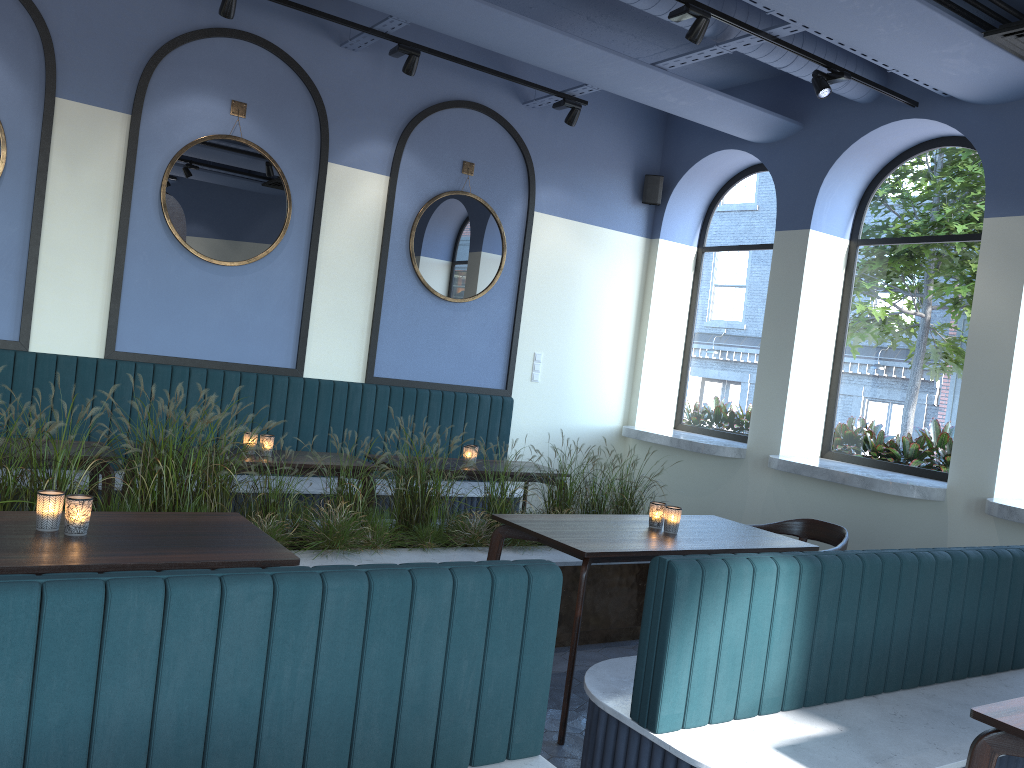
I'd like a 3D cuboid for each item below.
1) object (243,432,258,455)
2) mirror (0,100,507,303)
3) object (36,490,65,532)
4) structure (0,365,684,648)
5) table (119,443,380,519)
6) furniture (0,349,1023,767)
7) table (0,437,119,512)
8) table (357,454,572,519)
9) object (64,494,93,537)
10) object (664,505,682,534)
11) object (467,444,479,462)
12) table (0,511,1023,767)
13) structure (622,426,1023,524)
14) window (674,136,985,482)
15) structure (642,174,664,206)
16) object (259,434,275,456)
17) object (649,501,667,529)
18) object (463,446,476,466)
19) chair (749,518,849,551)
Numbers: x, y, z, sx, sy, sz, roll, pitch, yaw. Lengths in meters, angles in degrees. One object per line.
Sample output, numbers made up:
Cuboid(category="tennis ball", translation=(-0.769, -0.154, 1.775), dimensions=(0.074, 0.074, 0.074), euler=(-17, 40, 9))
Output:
Cuboid(category="object", translation=(-1.470, 0.332, 4.975), dimensions=(0.078, 0.120, 0.078), euler=(8, 2, 39))
Cuboid(category="mirror", translation=(-1.841, -1.327, 5.899), dimensions=(4.357, 1.089, 0.026), euler=(6, 2, -34))
Cuboid(category="object", translation=(-1.457, 0.400, 2.792), dimensions=(0.078, 0.120, 0.078), euler=(8, 2, 39))
Cuboid(category="structure", translation=(-0.970, 0.628, 4.296), dimensions=(4.878, 1.207, 1.143), euler=(6, 2, -32))
Cuboid(category="table", translation=(-1.469, 0.773, 4.970), dimensions=(1.332, 0.755, 0.548), euler=(6, 2, -34))
Cuboid(category="furniture", translation=(-0.787, 0.688, 4.013), dimensions=(4.800, 1.150, 4.703), euler=(6, 2, -34))
Cuboid(category="table", translation=(-2.610, 0.654, 4.204), dimensions=(1.285, 0.755, 0.548), euler=(6, 2, -34))
Cuboid(category="table", translation=(-0.311, 0.894, 5.746), dimensions=(1.332, 0.755, 0.548), euler=(6, 2, -34))
Cuboid(category="object", translation=(-1.361, 0.412, 2.778), dimensions=(0.078, 0.120, 0.078), euler=(8, 2, 39))
Cuboid(category="object", translation=(0.746, 0.633, 4.133), dimensions=(0.078, 0.120, 0.078), euler=(7, 2, -17))
Cuboid(category="object", translation=(-0.262, 0.459, 5.764), dimensions=(0.078, 0.120, 0.078), euler=(8, 2, 39))
Cuboid(category="table", translation=(-1.430, 0.910, 0.592), dimensions=(3.997, 0.755, 9.778), euler=(9, 2, 40))
Cuboid(category="structure", translation=(1.050, 0.621, 0.899), dimensions=(4.315, 0.080, 14.155), euler=(8, 2, 17))
Cuboid(category="window", translation=(1.416, -0.567, 0.815), dimensions=(3.897, 2.394, 14.212), euler=(8, 2, 17))
Cuboid(category="structure", translation=(-1.771, -1.906, 1.935), dimensions=(7.261, 0.268, 13.143), euler=(8, 2, 40))
Cuboid(category="object", translation=(-1.374, 0.345, 4.961), dimensions=(0.078, 0.120, 0.078), euler=(8, 2, 39))
Cuboid(category="object", translation=(0.689, 0.624, 4.211), dimensions=(0.078, 0.120, 0.078), euler=(7, 2, -17))
Cuboid(category="object", translation=(-0.277, 0.460, 5.667), dimensions=(0.078, 0.120, 0.078), euler=(8, 2, 39))
Cuboid(category="chair", translation=(1.472, 1.129, 4.728), dimensions=(0.525, 0.793, 0.618), euler=(6, 2, -34))
